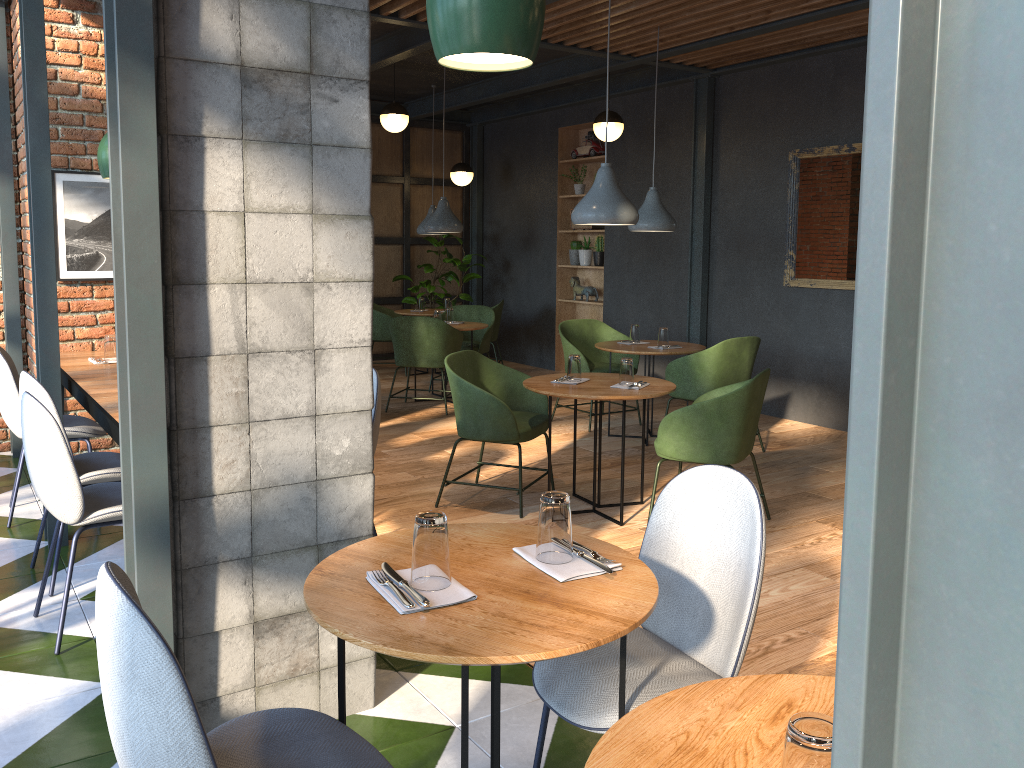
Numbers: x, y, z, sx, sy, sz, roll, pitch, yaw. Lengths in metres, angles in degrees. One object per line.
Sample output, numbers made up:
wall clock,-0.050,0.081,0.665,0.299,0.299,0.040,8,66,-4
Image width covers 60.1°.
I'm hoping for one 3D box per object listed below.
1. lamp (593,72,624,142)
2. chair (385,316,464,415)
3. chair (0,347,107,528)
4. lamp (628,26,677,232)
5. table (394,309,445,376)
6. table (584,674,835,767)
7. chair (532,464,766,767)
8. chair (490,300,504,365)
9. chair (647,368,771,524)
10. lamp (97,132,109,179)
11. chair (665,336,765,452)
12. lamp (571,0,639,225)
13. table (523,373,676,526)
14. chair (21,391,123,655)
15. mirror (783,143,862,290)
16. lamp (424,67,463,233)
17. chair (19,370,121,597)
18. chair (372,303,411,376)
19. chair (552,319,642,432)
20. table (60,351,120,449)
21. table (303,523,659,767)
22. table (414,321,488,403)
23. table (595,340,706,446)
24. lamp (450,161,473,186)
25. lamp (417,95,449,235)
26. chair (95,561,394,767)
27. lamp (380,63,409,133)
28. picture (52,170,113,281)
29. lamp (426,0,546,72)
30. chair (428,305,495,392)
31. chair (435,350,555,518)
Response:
lamp,0.866,-4.014,7.616,0.268,3.774,0.269,4,7,28
chair,-0.750,-0.192,7.623,0.638,0.814,0.518,2,7,12
chair,-2.384,0.231,4.596,0.508,0.883,0.420,-3,8,-27
lamp,1.038,-3.329,6.189,0.353,4.467,0.354,1,6,2
table,-0.885,-0.456,9.723,0.808,0.683,0.811,-5,9,-33
table,0.426,0.877,1.077,0.699,0.743,0.703,2,8,9
chair,0.311,0.653,2.048,0.508,0.883,0.420,-3,8,-27
chair,-0.347,-0.512,9.691,0.515,0.814,0.642,1,7,3
chair,1.000,0.320,4.443,0.515,0.814,0.641,4,8,26
lamp,-2.126,-2.118,4.723,0.224,2.011,0.225,-3,7,-30
chair,1.384,0.061,6.125,0.640,0.814,0.517,-5,9,-38
lamp,0.505,-3.052,4.381,0.353,4.467,0.354,1,6,2
table,0.457,0.337,4.728,0.807,0.683,0.812,0,8,-3
chair,-1.507,0.446,3.272,0.508,0.883,0.420,-5,8,-36
mirror,2.450,-1.285,6.853,0.061,1.080,0.771,-4,8,-33
lamp,-0.595,-3.584,7.726,0.353,4.467,0.354,1,6,2
chair,-1.789,0.365,3.770,0.508,0.883,0.420,-5,8,-37
chair,-1.377,-0.528,9.731,0.515,0.814,0.642,0,7,-2
chair,0.680,-0.090,7.048,0.639,0.814,0.517,-4,8,-33
table,-1.676,0.364,4.177,0.659,0.761,2.784,-4,10,-33
table,-0.063,0.756,1.818,0.700,0.743,0.703,-3,8,-23
table,-0.621,-0.200,8.104,0.807,0.683,0.812,2,8,8
table,1.010,0.058,6.546,0.808,0.683,0.812,3,8,16
lamp,-0.565,-4.171,10.068,0.268,3.774,0.269,2,6,10
lamp,-0.837,-3.843,9.366,0.353,4.467,0.354,1,6,2
chair,-0.453,0.718,1.589,0.508,0.883,0.420,-4,8,-32
lamp,-1.077,-4.217,8.049,0.269,3.774,0.269,5,8,36
picture,-2.444,-0.921,5.188,0.430,0.628,0.015,-4,8,-33
lamp,-0.040,-1.604,1.561,0.224,2.011,0.225,-3,7,-30
chair,-0.472,-0.344,8.611,0.639,0.814,0.517,3,7,17
chair,-0.074,0.240,4.893,0.515,0.814,0.641,3,8,22
